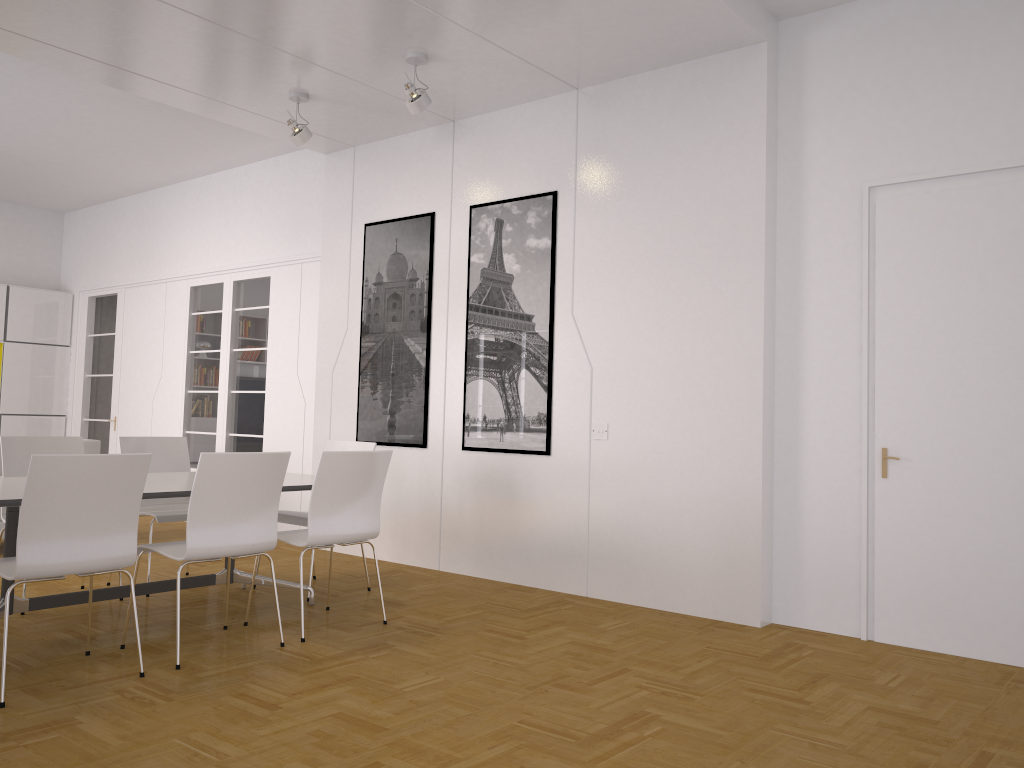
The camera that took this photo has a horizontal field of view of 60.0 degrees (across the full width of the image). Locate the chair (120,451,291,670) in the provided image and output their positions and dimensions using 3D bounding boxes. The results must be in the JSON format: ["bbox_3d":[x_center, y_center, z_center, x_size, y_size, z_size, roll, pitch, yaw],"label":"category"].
[{"bbox_3d":[-1.401,0.774,4.159,0.575,0.932,0.560,-1,-4,39],"label":"chair"}]

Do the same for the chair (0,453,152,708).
[{"bbox_3d":[-1.842,0.740,3.615,0.575,0.932,0.560,-1,-4,39],"label":"chair"}]

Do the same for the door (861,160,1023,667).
[{"bbox_3d":[2.236,0.127,4.508,0.871,2.456,0.132,-1,-4,39],"label":"door"}]

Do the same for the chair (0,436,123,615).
[{"bbox_3d":[-2.629,0.777,5.116,0.575,0.932,0.560,-1,-4,39],"label":"chair"}]

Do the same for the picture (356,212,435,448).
[{"bbox_3d":[-0.917,-0.410,6.886,0.786,1.782,0.013,-1,-4,39],"label":"picture"}]

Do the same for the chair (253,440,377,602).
[{"bbox_3d":[-1.223,0.832,5.642,0.561,0.932,0.575,-1,-4,39],"label":"chair"}]

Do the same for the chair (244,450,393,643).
[{"bbox_3d":[-0.986,0.807,4.671,0.575,0.932,0.560,-1,-4,39],"label":"chair"}]

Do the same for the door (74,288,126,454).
[{"bbox_3d":[-4.743,0.153,10.177,1.008,2.457,0.139,-1,-4,39],"label":"door"}]

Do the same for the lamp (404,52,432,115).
[{"bbox_3d":[-0.579,-1.839,5.469,0.173,0.365,0.167,2,-3,-8],"label":"lamp"}]

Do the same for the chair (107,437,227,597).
[{"bbox_3d":[-2.189,0.812,5.660,0.575,0.932,0.560,-1,-4,39],"label":"chair"}]

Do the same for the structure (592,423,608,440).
[{"bbox_3d":[0.559,0.299,5.639,0.114,0.104,0.013,-1,-4,39],"label":"structure"}]

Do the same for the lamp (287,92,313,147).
[{"bbox_3d":[-1.479,-1.836,6.197,0.173,0.365,0.167,2,-3,-8],"label":"lamp"}]

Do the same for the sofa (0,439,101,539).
[{"bbox_3d":[-4.426,0.800,6.294,0.822,0.850,2.620,-1,-3,39],"label":"sofa"}]

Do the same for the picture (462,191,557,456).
[{"bbox_3d":[-0.030,-0.413,6.167,0.786,1.782,0.016,-1,-4,39],"label":"picture"}]

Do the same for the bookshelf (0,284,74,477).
[{"bbox_3d":[-7.151,0.009,8.664,0.389,2.483,5.360,-1,-4,39],"label":"bookshelf"}]

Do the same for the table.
[{"bbox_3d":[-2.007,0.877,4.643,1.210,0.723,2.408,0,-3,39],"label":"table"}]
